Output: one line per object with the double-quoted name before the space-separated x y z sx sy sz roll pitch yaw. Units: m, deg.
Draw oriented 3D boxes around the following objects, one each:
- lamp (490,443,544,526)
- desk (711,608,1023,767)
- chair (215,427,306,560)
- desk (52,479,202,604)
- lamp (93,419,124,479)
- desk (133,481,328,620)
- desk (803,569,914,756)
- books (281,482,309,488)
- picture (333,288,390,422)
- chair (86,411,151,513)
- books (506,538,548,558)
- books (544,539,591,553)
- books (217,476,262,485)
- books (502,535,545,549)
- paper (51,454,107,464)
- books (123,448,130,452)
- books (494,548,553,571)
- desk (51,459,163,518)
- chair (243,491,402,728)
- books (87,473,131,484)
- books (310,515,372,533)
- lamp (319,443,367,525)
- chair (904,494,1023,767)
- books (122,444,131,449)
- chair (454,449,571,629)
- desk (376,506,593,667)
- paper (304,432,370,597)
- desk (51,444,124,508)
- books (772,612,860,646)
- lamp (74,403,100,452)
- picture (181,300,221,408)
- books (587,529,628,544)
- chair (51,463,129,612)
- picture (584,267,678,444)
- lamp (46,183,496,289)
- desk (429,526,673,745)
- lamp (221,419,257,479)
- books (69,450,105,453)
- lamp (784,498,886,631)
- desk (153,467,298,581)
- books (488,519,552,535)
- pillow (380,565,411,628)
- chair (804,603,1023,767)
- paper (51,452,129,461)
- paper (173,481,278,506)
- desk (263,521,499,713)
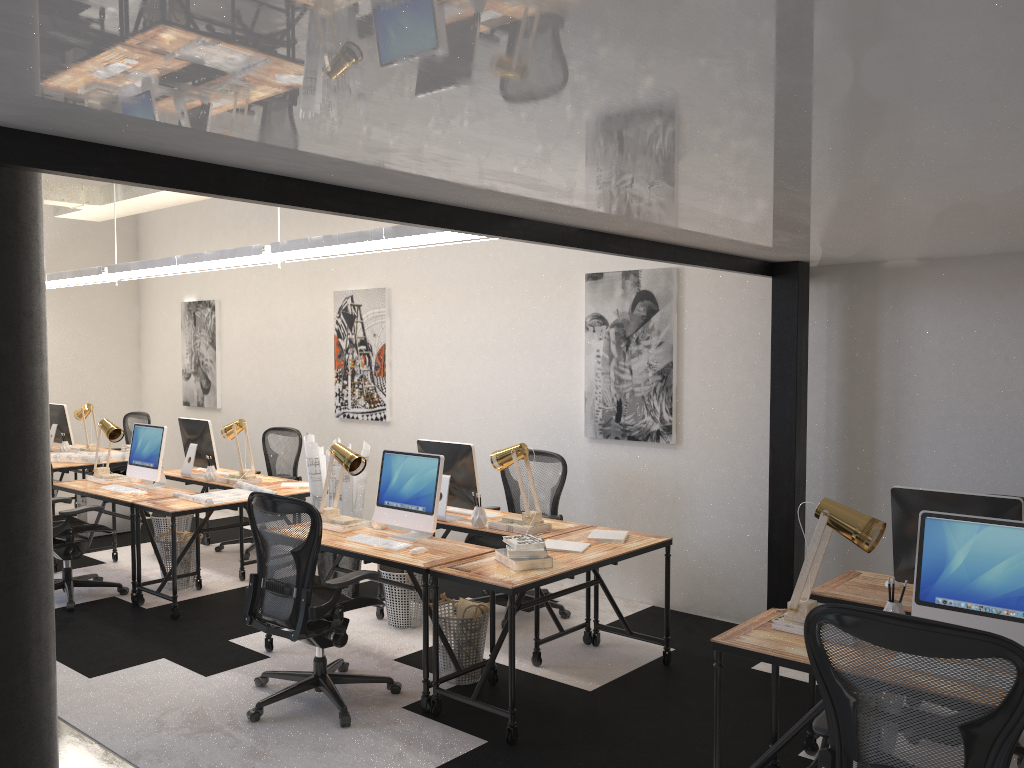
"lamp" 0.026 0.580 5.255 0.344 0.470 0.127 2 4 41
"desk" 1.416 1.297 2.983 1.400 0.725 0.529 2 3 41
"chair" -2.184 0.940 7.863 0.770 1.086 0.792 1 3 25
"desk" -2.987 1.156 6.808 1.400 0.725 0.529 2 3 41
"lamp" -3.220 0.513 7.072 0.344 0.470 0.127 2 4 41
"desk" -1.968 1.168 6.496 0.529 0.725 1.400 2 3 41
"desk" 1.975 1.273 3.619 1.400 0.725 0.529 2 3 41
"books" -1.662 0.784 6.870 0.243 0.019 0.205 0 2 -12
"picture" -1.375 -0.266 8.092 0.731 1.184 0.049 2 4 41
"chair" -4.229 0.855 9.595 0.770 1.086 0.792 1 3 25
"books" 0.071 0.811 4.388 0.193 0.044 0.257 0 2 -2
"books" 0.279 0.862 4.718 0.243 0.019 0.205 1 2 18
"books" -2.174 0.764 7.073 0.308 0.038 0.225 2 3 41
"books" 0.056 0.780 4.383 0.153 0.030 0.185 -1 2 -21
"paper" -4.233 0.680 8.191 1.134 0.082 0.083 1 3 15
"books" -3.641 0.636 8.583 0.193 0.044 0.257 -1 3 -32
"books" 0.054 0.859 4.369 0.200 0.050 0.271 -1 2 -22
"desk" -4.013 1.083 8.228 0.529 0.725 1.400 2 3 41
"chair" -1.010 1.063 4.512 0.770 1.086 0.792 1 3 25
"books" -3.240 0.762 7.138 0.308 0.038 0.225 2 3 41
"books" -1.019 0.830 5.280 0.308 0.038 0.225 2 3 41
"lamp" -1.000 0.581 5.213 0.344 0.470 0.126 2 4 41
"chair" 2.219 1.081 4.038 0.770 1.086 0.792 1 3 25
"books" -3.651 0.605 8.570 0.185 0.030 0.153 2 3 39
"chair" 0.037 1.009 6.004 0.770 1.086 0.792 1 3 25
"desk" -0.207 1.201 5.585 1.400 0.725 0.529 2 3 41
"paper" -1.280 0.933 6.441 0.440 1.199 0.412 1 3 19
"desk" -4.473 1.048 9.176 1.400 0.725 0.529 2 3 41
"books" 1.162 0.902 3.313 0.308 0.038 0.225 2 3 41
"lamp" -4.239 0.426 8.847 0.344 0.470 0.126 2 4 41
"picture" -3.482 -0.333 9.911 0.731 1.184 0.049 2 4 41
"books" 0.536 0.851 4.951 0.200 0.024 0.235 1 2 14
"chair" -3.231 0.995 6.370 0.770 1.086 0.792 1 3 25
"picture" 0.819 -0.197 6.199 0.731 1.184 0.049 2 4 41
"lamp" -2.578 -2.273 6.994 7.299 2.866 0.226 2 4 41
"desk" 0.253 1.236 4.637 0.529 0.725 1.400 2 3 41
"lamp" -2.195 0.511 7.114 0.344 0.470 0.127 2 4 41
"books" -4.219 0.679 8.806 0.308 0.038 0.225 2 3 41
"lamp" 1.182 0.653 3.246 0.344 0.470 0.126 2 4 41
"desk" -2.428 1.133 7.443 1.400 0.725 0.529 2 3 41
"books" 0.047 0.832 5.215 0.308 0.038 0.225 2 3 41
"pillow" -0.742 1.357 5.688 0.239 0.407 0.119 2 4 41
"chair" 1.172 1.136 2.545 0.770 1.086 0.792 1 3 25
"paper" -4.123 0.675 8.316 1.134 0.082 0.083 0 3 5
"paper" -2.070 0.786 6.404 0.567 0.061 0.625 2 3 38
"desk" -0.766 1.225 4.950 1.400 0.725 0.529 2 3 41
